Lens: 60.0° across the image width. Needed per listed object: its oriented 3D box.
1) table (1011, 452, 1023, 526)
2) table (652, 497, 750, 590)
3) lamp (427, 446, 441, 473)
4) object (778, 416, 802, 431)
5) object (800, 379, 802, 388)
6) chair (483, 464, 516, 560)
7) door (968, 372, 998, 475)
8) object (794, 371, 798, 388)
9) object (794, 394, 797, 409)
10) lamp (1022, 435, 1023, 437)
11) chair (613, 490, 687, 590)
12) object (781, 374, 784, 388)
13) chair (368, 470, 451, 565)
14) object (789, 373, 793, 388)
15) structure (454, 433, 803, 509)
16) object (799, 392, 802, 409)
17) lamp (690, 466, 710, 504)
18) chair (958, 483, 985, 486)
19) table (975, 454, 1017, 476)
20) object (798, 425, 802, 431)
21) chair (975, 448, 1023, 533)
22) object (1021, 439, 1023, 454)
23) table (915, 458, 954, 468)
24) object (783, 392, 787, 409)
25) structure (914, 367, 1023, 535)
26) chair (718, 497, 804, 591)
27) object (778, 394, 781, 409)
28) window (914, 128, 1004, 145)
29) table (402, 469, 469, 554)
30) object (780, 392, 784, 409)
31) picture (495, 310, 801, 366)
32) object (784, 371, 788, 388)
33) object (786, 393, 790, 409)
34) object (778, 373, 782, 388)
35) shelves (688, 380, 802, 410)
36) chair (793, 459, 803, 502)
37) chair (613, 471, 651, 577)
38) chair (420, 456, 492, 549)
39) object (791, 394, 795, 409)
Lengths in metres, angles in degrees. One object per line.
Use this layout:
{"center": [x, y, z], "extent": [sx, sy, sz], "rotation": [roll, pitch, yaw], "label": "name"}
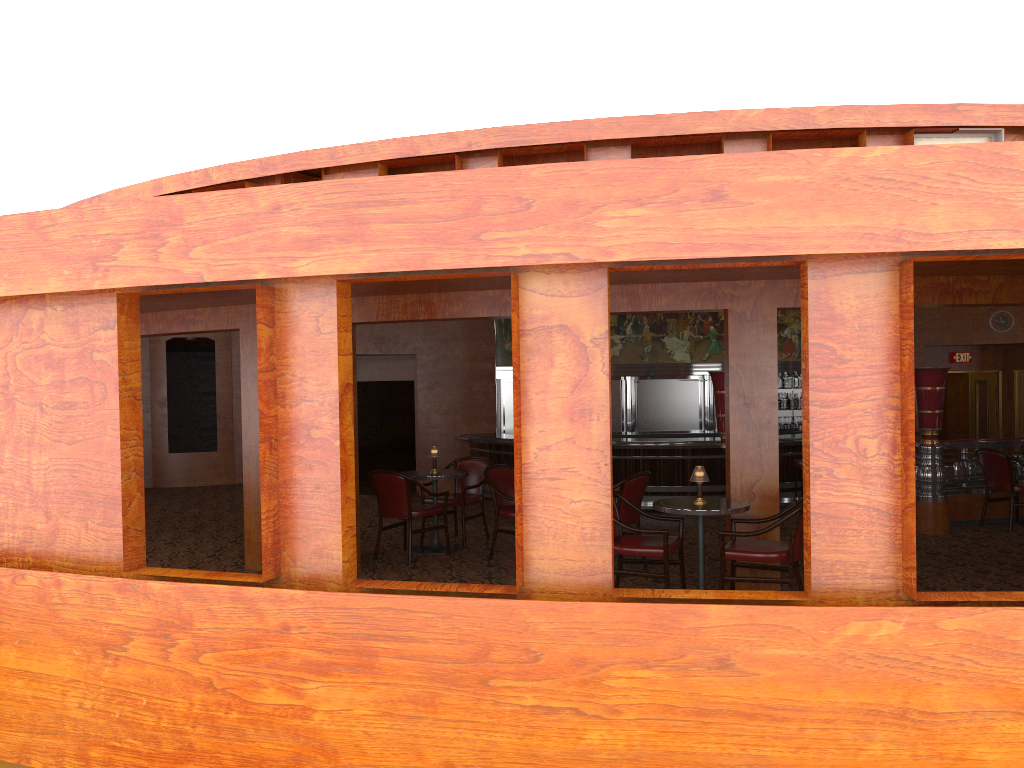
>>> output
{"center": [5.438, 1.075, 9.014], "extent": [0.640, 0.720, 0.639], "rotation": [0, 1, 40], "label": "table"}
{"center": [1.275, 1.161, 5.972], "extent": [0.640, 0.720, 0.639], "rotation": [-1, 1, 27], "label": "table"}
{"center": [-0.724, 0.703, 8.284], "extent": [0.130, 0.250, 0.130], "rotation": [-1, 1, 5], "label": "lamp"}
{"center": [4.938, 0.714, 15.937], "extent": [0.951, 0.245, 0.396], "rotation": [-1, 0, 1], "label": "object"}
{"center": [5.218, -0.046, 15.934], "extent": [0.070, 0.238, 0.070], "rotation": [-2, 1, -28], "label": "object"}
{"center": [0.081, 1.127, 7.798], "extent": [0.615, 0.817, 0.587], "rotation": [0, 1, 38], "label": "chair"}
{"center": [8.946, 0.740, 16.834], "extent": [0.063, 1.983, 0.808], "rotation": [-1, 1, -8], "label": "door"}
{"center": [5.096, -0.077, 15.904], "extent": [0.078, 0.305, 0.078], "rotation": [-1, 1, -14], "label": "object"}
{"center": [5.119, 0.317, 16.040], "extent": [0.080, 0.272, 0.080], "rotation": [-1, 1, 1], "label": "object"}
{"center": [6.077, 0.732, 10.496], "extent": [0.130, 0.250, 0.130], "rotation": [-1, 1, 9], "label": "lamp"}
{"center": [0.848, 1.120, 6.128], "extent": [0.615, 0.817, 0.587], "rotation": [-1, 1, 23], "label": "chair"}
{"center": [4.881, -0.049, 16.023], "extent": [0.090, 0.256, 0.090], "rotation": [-1, 1, 19], "label": "object"}
{"center": [-0.947, 1.145, 7.905], "extent": [0.588, 0.817, 0.615], "rotation": [-1, 1, 33], "label": "chair"}
{"center": [5.006, -0.059, 15.923], "extent": [0.080, 0.272, 0.080], "rotation": [-1, 1, -9], "label": "object"}
{"center": [2.932, 1.335, 14.275], "extent": [7.810, 1.047, 3.206], "rotation": [-1, 0, -2], "label": "structure"}
{"center": [5.206, 0.299, 15.933], "extent": [0.078, 0.305, 0.078], "rotation": [0, 1, 36], "label": "object"}
{"center": [1.262, 0.677, 5.960], "extent": [0.130, 0.250, 0.130], "rotation": [-2, 1, -36], "label": "lamp"}
{"center": [5.034, 1.462, 9.621], "extent": [0.350, 0.755, 0.350], "rotation": [0, 1, 39], "label": "chair"}
{"center": [5.976, 1.339, 10.535], "extent": [0.849, 0.960, 0.849], "rotation": [-1, 1, -23], "label": "table"}
{"center": [5.232, 0.763, 15.999], "extent": [1.425, 0.135, 0.403], "rotation": [-1, 0, 3], "label": "object"}
{"center": [4.999, 1.035, 8.867], "extent": [0.615, 0.817, 0.588], "rotation": [-1, 1, -12], "label": "chair"}
{"center": [5.282, 0.639, 9.038], "extent": [0.195, 0.156, 0.169], "rotation": [-2, 1, -42], "label": "object"}
{"center": [4.776, 1.362, 10.140], "extent": [0.849, 0.960, 0.849], "rotation": [-1, 1, 0], "label": "table"}
{"center": [4.913, 0.304, 15.950], "extent": [0.078, 0.305, 0.078], "rotation": [-1, 1, -9], "label": "object"}
{"center": [5.819, 0.022, 9.731], "extent": [4.353, 3.606, 0.549], "rotation": [-1, 1, -28], "label": "structure"}
{"center": [1.700, 1.106, 5.835], "extent": [0.615, 0.817, 0.587], "rotation": [-1, 1, 23], "label": "chair"}
{"center": [4.818, 0.322, 16.007], "extent": [0.080, 0.272, 0.080], "rotation": [-1, 1, 1], "label": "object"}
{"center": [8.331, -1.698, 9.097], "extent": [11.945, 0.480, 1.956], "rotation": [-1, 0, -35], "label": "window"}
{"center": [-0.717, 1.188, 8.298], "extent": [0.639, 0.720, 0.639], "rotation": [-1, 1, -13], "label": "table"}
{"center": [4.904, 0.304, 16.039], "extent": [0.078, 0.305, 0.206], "rotation": [-1, 1, -6], "label": "object"}
{"center": [2.820, -1.031, 15.847], "extent": [6.254, 1.323, 0.001], "rotation": [-1, 1, -2], "label": "picture"}
{"center": [4.921, -0.074, 15.918], "extent": [0.078, 0.305, 0.078], "rotation": [-1, 1, -12], "label": "object"}
{"center": [4.987, 0.309, 16.059], "extent": [0.090, 0.293, 0.090], "rotation": [-1, 1, -24], "label": "object"}
{"center": [4.815, -0.061, 15.914], "extent": [0.067, 0.283, 0.067], "rotation": [0, 1, 43], "label": "object"}
{"center": [4.412, 0.192, 15.973], "extent": [2.594, 0.568, 0.339], "rotation": [-1, 1, -2], "label": "shelves"}
{"center": [4.228, 1.464, 12.731], "extent": [0.350, 0.755, 0.350], "rotation": [0, 1, 39], "label": "chair"}
{"center": [0.828, 1.116, 7.294], "extent": [0.615, 0.817, 0.587], "rotation": [0, 1, 38], "label": "chair"}
{"center": [-0.511, 1.134, 8.693], "extent": [0.588, 0.817, 0.615], "rotation": [-1, 1, 33], "label": "chair"}
{"center": [5.048, 0.313, 15.954], "extent": [0.067, 0.283, 0.067], "rotation": [-2, 1, -37], "label": "object"}
